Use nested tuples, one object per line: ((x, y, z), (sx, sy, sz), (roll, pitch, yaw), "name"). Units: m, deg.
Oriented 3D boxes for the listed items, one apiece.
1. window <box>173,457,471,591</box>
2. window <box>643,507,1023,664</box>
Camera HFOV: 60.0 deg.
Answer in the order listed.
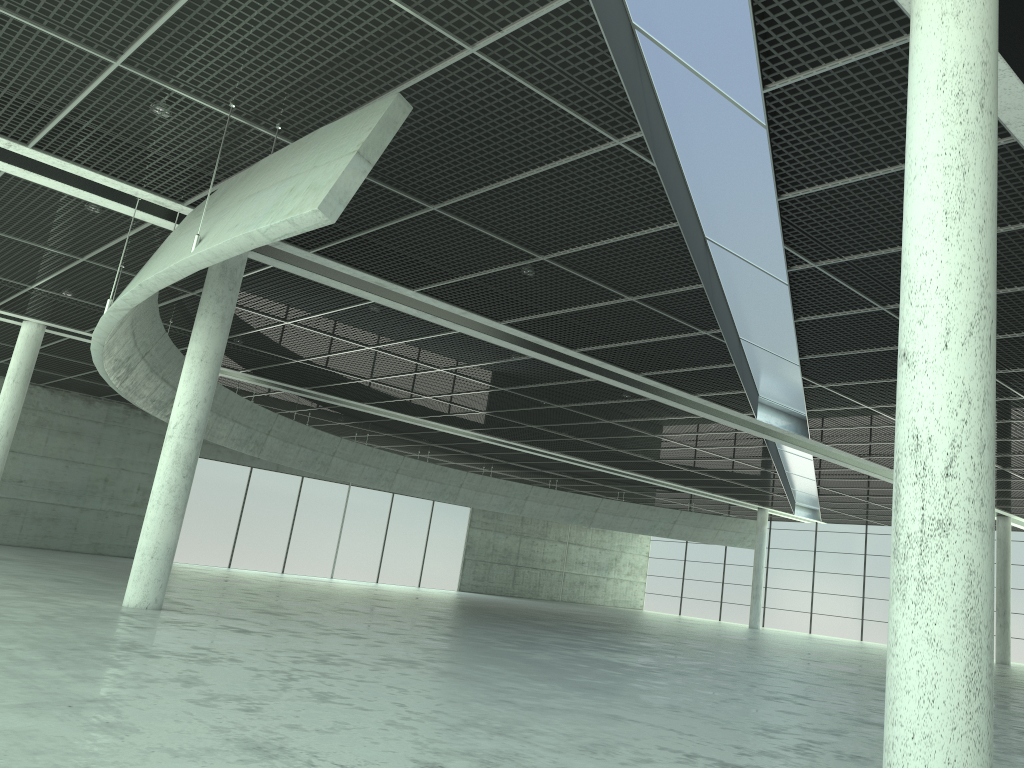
((-17.513, 16.746, 90.672), (33.513, 10.665, 0.159), (19, -18, -40), "window")
((16.673, 10.054, 55.100), (100.740, 16.086, 99.578), (19, -18, -40), "window")
